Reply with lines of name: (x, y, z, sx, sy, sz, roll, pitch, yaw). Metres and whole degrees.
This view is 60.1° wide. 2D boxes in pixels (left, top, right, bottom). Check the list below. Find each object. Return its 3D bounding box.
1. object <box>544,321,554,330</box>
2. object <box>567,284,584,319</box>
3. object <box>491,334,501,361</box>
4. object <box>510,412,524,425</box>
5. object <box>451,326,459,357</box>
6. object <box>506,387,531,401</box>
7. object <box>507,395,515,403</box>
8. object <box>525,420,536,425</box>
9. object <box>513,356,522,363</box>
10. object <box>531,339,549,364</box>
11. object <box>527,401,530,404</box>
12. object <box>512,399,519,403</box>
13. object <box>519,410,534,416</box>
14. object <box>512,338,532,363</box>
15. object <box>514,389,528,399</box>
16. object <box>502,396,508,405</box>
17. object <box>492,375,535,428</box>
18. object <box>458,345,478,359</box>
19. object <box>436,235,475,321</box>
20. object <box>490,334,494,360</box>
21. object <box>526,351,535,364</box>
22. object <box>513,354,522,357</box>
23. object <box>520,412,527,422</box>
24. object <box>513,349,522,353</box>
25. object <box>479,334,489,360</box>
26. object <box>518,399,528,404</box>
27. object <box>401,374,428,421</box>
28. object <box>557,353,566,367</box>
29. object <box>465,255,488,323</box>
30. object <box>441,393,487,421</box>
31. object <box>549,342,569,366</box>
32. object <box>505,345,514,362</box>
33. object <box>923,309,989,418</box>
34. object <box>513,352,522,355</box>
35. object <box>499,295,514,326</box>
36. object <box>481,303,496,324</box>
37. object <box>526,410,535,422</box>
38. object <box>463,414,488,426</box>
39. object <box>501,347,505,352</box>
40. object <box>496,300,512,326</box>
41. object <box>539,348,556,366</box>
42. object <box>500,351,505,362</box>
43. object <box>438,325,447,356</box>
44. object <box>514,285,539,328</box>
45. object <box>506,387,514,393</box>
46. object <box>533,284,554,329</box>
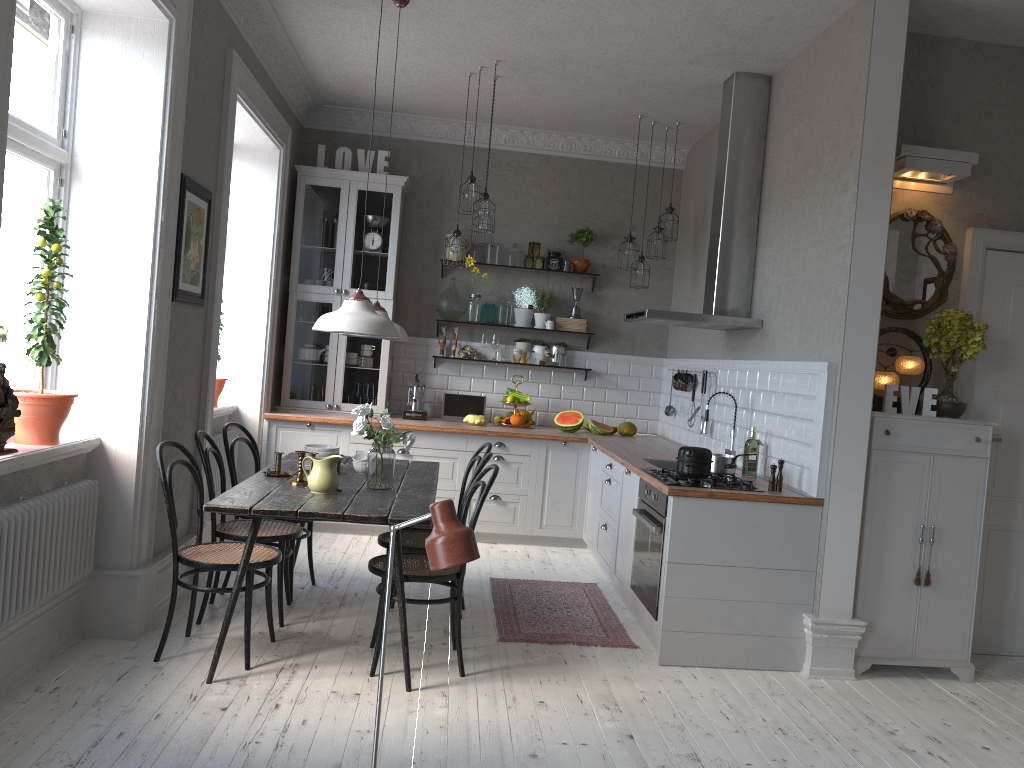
object: (0.314, -0.487, 7.325, 0.104, 0.071, 0.063, 6, 2, 25)
object: (0.540, -0.687, 7.431, 0.132, 0.287, 0.129, 4, 2, -20)
object: (-0.138, -0.299, 7.286, 0.083, 0.217, 0.081, 4, 2, -19)
object: (0.041, 0.280, 7.087, 0.115, 0.110, 0.109, 4, 2, -38)
object: (-0.469, -0.348, 7.328, 0.052, 0.264, 0.062, 6, 2, 31)
object: (0.053, 0.083, 7.181, 0.211, 0.101, 0.067, 5, 1, 0)
object: (-0.010, 0.123, 7.131, 0.059, 0.069, 0.079, 5, 2, 15)
object: (0.098, 0.305, 7.284, 0.213, 0.044, 0.055, 6, 2, 33)
object: (0.042, -0.201, 7.299, 0.078, 0.051, 0.076, 4, 2, -12)
object: (0.231, -0.269, 7.452, 0.171, 0.214, 0.150, 5, 2, 24)
object: (0.120, 0.153, 7.226, 0.052, 0.050, 0.049, 5, 2, 4)
object: (0.028, 0.148, 7.151, 0.064, 0.061, 0.066, 5, 2, -5)
object: (0.120, 0.243, 7.242, 0.128, 0.056, 0.059, 4, 2, -13)
object: (0.077, -0.286, 7.426, 0.159, 0.217, 0.153, 4, 2, -25)
object: (0.076, 0.093, 7.252, 0.179, 0.096, 0.089, 5, 2, 14)
object: (-0.031, 0.135, 7.204, 0.097, 0.078, 0.100, 4, 2, -18)
object: (0.032, 0.137, 7.206, 0.357, 0.425, 0.347, 4, 2, -20)
object: (-0.371, -0.264, 7.316, 0.180, 0.111, 0.094, 4, 2, -28)
object: (-0.483, -0.856, 7.242, 0.341, 0.674, 0.331, 4, 2, -37)
object: (-0.147, -0.302, 7.375, 0.083, 0.217, 0.081, 4, 2, -19)
object: (0.156, -0.222, 7.365, 0.078, 0.108, 0.077, 4, 2, -12)
object: (0.044, -0.218, 7.299, 0.078, 0.051, 0.076, 4, 2, -12)
object: (0.077, 0.270, 7.166, 0.087, 0.078, 0.089, 5, 2, 21)
object: (0.047, -0.261, 7.298, 0.078, 0.051, 0.076, 4, 2, -19)
object: (-0.233, -0.309, 7.370, 0.083, 0.217, 0.081, 4, 2, -19)
object: (0.081, 0.153, 7.191, 0.077, 0.062, 0.098, 4, 2, -32)
object: (-0.767, 0.099, 7.068, 0.206, 0.370, 0.352, 5, 2, -5)
object: (0.417, -0.200, 7.368, 0.078, 0.108, 0.077, 4, 2, -12)
object: (-0.312, -0.772, 7.219, 0.193, 0.540, 0.278, 4, 1, -13)
object: (-0.392, 0.199, 7.199, 0.353, 0.226, 0.087, 5, 1, -6)
object: (0.395, -0.254, 7.478, 0.159, 0.213, 0.152, 5, 1, -8)
object: (-0.025, -0.251, 7.333, 0.080, 0.139, 0.077, 4, 2, -33)
object: (2.254, -0.105, 4.521, 0.292, 0.553, 0.346, 6, 2, 29)
object: (0.045, -0.235, 7.298, 0.076, 0.051, 0.078, 5, 2, 14)
object: (-0.051, -0.616, 7.458, 0.131, 0.264, 0.131, 5, 1, 0)
object: (-0.197, -0.581, 7.382, 0.126, 0.172, 0.126, 5, 1, -2)
object: (0.147, 0.252, 7.238, 0.060, 0.120, 0.127, 5, 2, 19)
object: (-0.287, 0.285, 7.010, 0.198, 0.083, 0.188, 5, 2, -5)
object: (-0.060, -0.262, 7.405, 0.077, 0.083, 0.078, 5, 2, 13)
object: (-0.066, -0.585, 7.307, 0.123, 0.206, 0.126, 5, 2, 17)
object: (0.308, -0.226, 7.374, 0.121, 0.147, 0.098, 4, 2, -37)
object: (-0.062, -0.229, 7.405, 0.077, 0.083, 0.078, 5, 2, 13)
object: (-0.575, -0.357, 7.331, 0.054, 0.264, 0.060, 4, 2, -34)
object: (0.120, -0.648, 7.415, 0.243, 0.354, 0.236, 5, 2, 13)
object: (-0.011, 0.057, 7.177, 0.074, 0.058, 0.050, 4, 2, -29)
object: (0.257, -0.647, 7.377, 0.188, 0.380, 0.166, 3, 2, -44)
